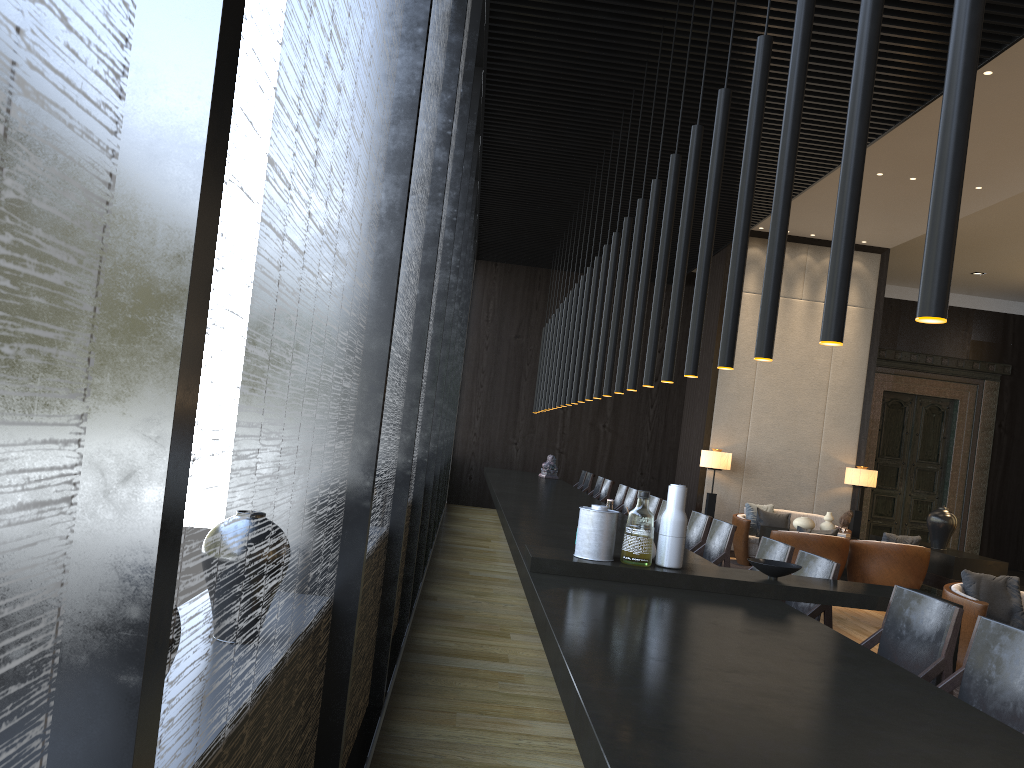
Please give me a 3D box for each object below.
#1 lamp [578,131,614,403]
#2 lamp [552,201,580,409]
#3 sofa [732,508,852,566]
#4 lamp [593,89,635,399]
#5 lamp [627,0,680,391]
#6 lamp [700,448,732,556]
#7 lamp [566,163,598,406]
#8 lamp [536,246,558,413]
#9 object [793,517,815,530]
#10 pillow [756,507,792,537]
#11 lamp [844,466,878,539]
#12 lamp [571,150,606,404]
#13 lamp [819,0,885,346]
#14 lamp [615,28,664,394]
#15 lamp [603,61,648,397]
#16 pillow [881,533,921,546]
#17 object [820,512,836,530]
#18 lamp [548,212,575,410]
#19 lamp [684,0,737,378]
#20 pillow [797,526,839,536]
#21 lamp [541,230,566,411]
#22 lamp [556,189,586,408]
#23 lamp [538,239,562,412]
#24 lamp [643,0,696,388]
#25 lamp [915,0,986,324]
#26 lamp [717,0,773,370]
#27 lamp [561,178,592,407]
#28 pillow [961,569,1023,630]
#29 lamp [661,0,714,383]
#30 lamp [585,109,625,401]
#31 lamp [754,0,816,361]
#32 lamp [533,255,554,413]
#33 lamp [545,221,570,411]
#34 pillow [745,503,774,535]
[{"bbox_3d":[0.744,-1.043,7.662,0.060,2.420,0.060,7,0,-8],"label":"lamp"},{"bbox_3d":[0.627,-0.923,10.040,0.060,2.420,0.060,7,0,-8],"label":"lamp"},{"bbox_3d":[3.386,1.914,10.870,1.449,0.693,0.603,7,-1,-3],"label":"sofa"},{"bbox_3d":[0.791,-1.090,6.714,0.060,2.420,0.060,7,0,-8],"label":"lamp"},{"bbox_3d":[0.861,-1.162,5.291,0.060,2.420,0.060,7,0,-8],"label":"lamp"},{"bbox_3d":[2.481,1.484,11.050,0.374,1.351,0.376,7,0,27],"label":"lamp"},{"bbox_3d":[0.698,-0.995,8.608,0.060,2.420,0.060,7,0,-8],"label":"lamp"},{"bbox_3d":[0.506,-0.799,12.501,0.060,2.420,0.060,7,0,-8],"label":"lamp"},{"bbox_3d":[3.343,1.609,10.137,0.244,0.168,0.246,5,-3,45],"label":"object"},{"bbox_3d":[3.180,1.704,10.802,0.472,0.361,0.219,7,-1,-6],"label":"pillow"},{"bbox_3d":[4.328,1.711,11.143,0.373,1.351,0.376,7,0,45],"label":"lamp"},{"bbox_3d":[0.720,-1.018,8.155,0.060,2.420,0.060,7,0,2],"label":"lamp"},{"bbox_3d":[1.004,-1.308,2.382,0.060,2.420,0.060,7,0,-8],"label":"lamp"},{"bbox_3d":[0.839,-1.140,5.736,0.060,2.420,0.060,7,0,-8],"label":"lamp"},{"bbox_3d":[0.814,-1.114,6.237,0.060,2.420,0.060,7,0,2],"label":"lamp"},{"bbox_3d":[3.954,1.707,9.060,0.399,0.362,0.222,7,-1,-2],"label":"pillow"},{"bbox_3d":[3.626,1.597,10.151,0.174,0.257,0.175,7,-1,17],"label":"object"},{"bbox_3d":[0.604,-0.899,10.509,0.060,2.420,0.060,7,0,-8],"label":"lamp"},{"bbox_3d":[0.930,-1.233,3.886,0.060,2.420,0.060,7,0,-8],"label":"lamp"},{"bbox_3d":[3.102,1.606,9.015,0.441,0.338,0.205,7,-1,4],"label":"pillow"},{"bbox_3d":[0.555,-0.850,11.495,0.060,2.420,0.060,7,0,-8],"label":"lamp"},{"bbox_3d":[0.652,-0.948,9.543,0.060,2.420,0.060,7,0,-8],"label":"lamp"},{"bbox_3d":[0.531,-0.825,11.994,0.060,2.420,0.060,7,0,-8],"label":"lamp"},{"bbox_3d":[0.885,-1.186,4.806,0.060,2.420,0.060,7,0,-8],"label":"lamp"},{"bbox_3d":[1.030,-1.334,1.867,0.060,2.420,0.060,7,0,-8],"label":"lamp"},{"bbox_3d":[0.956,-1.259,3.364,0.060,2.420,0.060,7,0,-8],"label":"lamp"},{"bbox_3d":[0.674,-0.971,9.080,0.060,2.420,0.060,7,0,-8],"label":"lamp"},{"bbox_3d":[3.177,1.434,5.865,0.399,0.362,0.222,7,-1,-2],"label":"pillow"},{"bbox_3d":[0.907,-1.209,4.350,0.060,2.420,0.060,7,0,-8],"label":"lamp"},{"bbox_3d":[0.769,-1.067,7.168,0.060,2.420,0.060,7,0,2],"label":"lamp"},{"bbox_3d":[0.977,-1.281,2.933,0.060,2.420,0.060,7,0,-8],"label":"lamp"},{"bbox_3d":[0.480,-0.773,13.018,0.060,2.420,0.060,7,0,-8],"label":"lamp"},{"bbox_3d":[0.580,-0.875,10.988,0.060,2.420,0.060,7,0,-8],"label":"lamp"},{"bbox_3d":[3.074,1.679,10.951,0.434,0.399,0.200,8,-1,-24],"label":"pillow"}]
